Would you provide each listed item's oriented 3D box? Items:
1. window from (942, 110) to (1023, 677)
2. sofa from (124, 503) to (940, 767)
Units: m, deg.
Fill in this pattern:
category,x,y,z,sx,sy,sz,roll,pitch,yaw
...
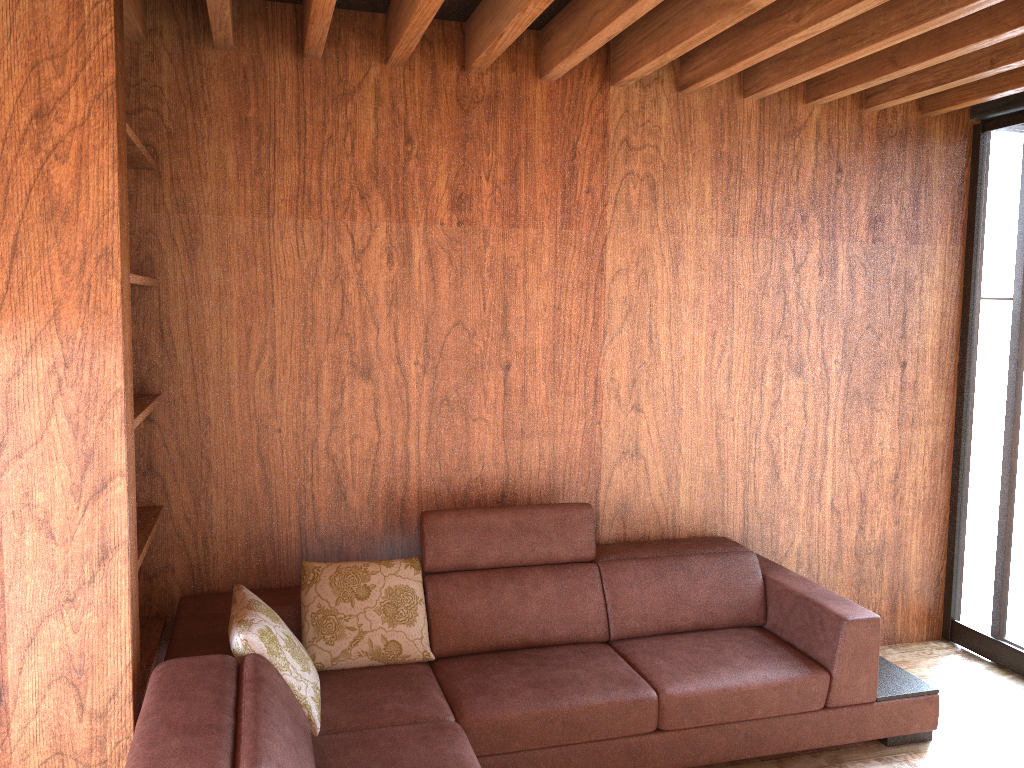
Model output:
category,x,y,z,sx,sy,sz,roll,pitch,yaw
window,3.150,-0.823,2.089,14.030,5.134,4.083,-1,5,-17
sofa,0.293,0.873,2.594,2.516,0.760,1.691,-1,5,-17
